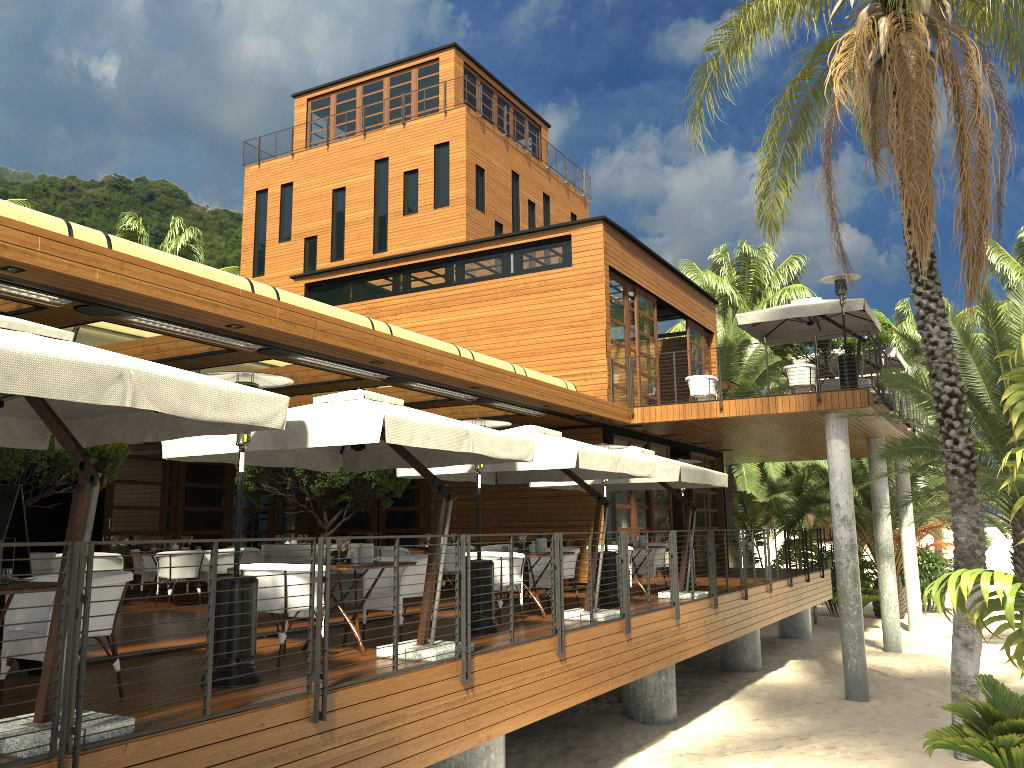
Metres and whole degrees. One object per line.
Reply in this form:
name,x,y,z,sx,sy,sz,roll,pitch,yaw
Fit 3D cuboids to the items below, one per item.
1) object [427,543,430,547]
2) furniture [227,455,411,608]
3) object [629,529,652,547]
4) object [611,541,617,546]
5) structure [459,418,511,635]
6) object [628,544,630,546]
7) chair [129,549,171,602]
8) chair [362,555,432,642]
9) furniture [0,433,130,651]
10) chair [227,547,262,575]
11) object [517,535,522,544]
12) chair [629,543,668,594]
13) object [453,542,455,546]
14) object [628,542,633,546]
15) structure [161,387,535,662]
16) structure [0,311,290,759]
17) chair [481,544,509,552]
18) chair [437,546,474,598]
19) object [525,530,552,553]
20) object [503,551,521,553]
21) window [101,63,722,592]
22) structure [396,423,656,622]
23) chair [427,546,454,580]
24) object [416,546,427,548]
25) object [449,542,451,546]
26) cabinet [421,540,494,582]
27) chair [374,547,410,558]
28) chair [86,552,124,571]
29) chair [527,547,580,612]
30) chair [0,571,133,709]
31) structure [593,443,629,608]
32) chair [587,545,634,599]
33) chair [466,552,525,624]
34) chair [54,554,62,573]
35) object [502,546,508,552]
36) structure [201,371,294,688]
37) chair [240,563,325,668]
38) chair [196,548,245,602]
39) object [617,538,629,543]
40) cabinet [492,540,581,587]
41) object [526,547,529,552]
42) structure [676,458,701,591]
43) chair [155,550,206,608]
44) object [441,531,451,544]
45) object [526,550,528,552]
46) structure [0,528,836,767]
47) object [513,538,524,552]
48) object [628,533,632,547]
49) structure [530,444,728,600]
object,-1.377,2.722,14.945,0.116,0.065,0.115,1,-10,-11
furniture,-2.850,1.910,13.352,2.615,2.732,2.687,-4,-10,19
object,1.978,2.375,13.680,0.263,0.265,0.262,2,-10,-16
object,1.570,2.462,13.640,0.086,0.086,0.086,-6,-11,29
structure,-0.343,1.446,9.219,0.699,2.200,0.697,-4,-11,16
object,1.763,2.468,13.551,0.080,0.042,0.080,0,-10,-2
chair,-5.700,3.007,13.986,0.626,0.791,0.615,8,-13,-39
chair,-1.070,2.061,8.554,0.627,0.791,0.615,-6,-11,29
furniture,-5.423,1.210,8.921,2.569,2.732,2.710,0,-10,-6
chair,-4.763,3.292,15.779,0.616,0.791,0.625,2,-10,-15
object,0.104,1.987,11.105,0.082,0.228,0.082,-6,-12,29
chair,2.214,2.984,14.388,0.627,0.791,0.615,-6,-11,29
object,-0.943,2.693,14.867,0.086,0.086,0.086,-9,-13,39
object,1.884,2.515,13.914,0.116,0.065,0.115,-2,-10,10
structure,-1.396,1.185,7.959,2.411,2.340,2.408,-6,-11,28
structure,-3.033,0.725,5.051,2.411,2.340,2.408,-6,-11,28
chair,-0.224,3.111,14.990,0.616,0.791,0.625,2,-10,-15
chair,-0.912,2.963,14.046,0.627,0.791,0.615,2,-10,-15
object,0.323,1.910,10.740,0.263,0.265,0.262,2,-10,-16
object,-0.014,1.995,10.497,0.294,0.025,0.170,-6,-11,28
window,-2.368,-4.627,20.885,14.488,18.023,38.294,-2,-10,6
structure,0.241,1.645,10.868,2.411,2.340,2.408,-6,-11,28
chair,-1.219,3.232,15.655,0.627,0.791,0.615,2,-10,-15
object,-1.515,2.727,14.843,0.170,0.025,0.294,1,-9,-10
object,-1.087,2.750,15.207,0.086,0.086,0.086,-6,-11,30
cabinet,-0.964,3.511,17.494,1.609,0.840,0.556,-6,-11,28
chair,-2.007,3.072,14.629,0.616,0.791,0.625,2,-10,-15
chair,-5.975,2.804,12.729,0.616,0.791,0.626,8,-13,-39
chair,0.557,2.519,11.446,0.627,0.791,0.615,-6,-11,29
chair,-2.761,1.586,5.549,0.627,0.791,0.615,-6,-11,29
structure,1.276,1.901,12.096,0.699,2.200,0.697,-4,-11,16
chair,1.439,2.775,13.062,0.627,0.791,0.615,-6,-11,29
chair,-0.217,2.309,10.120,0.627,0.791,0.615,-6,-11,29
chair,-5.899,2.602,11.506,0.627,0.791,0.615,-8,-12,34
object,-0.084,1.997,10.699,0.086,0.086,0.086,-7,-12,33
structure,-1.957,0.992,6.351,0.699,2.200,0.697,-4,-11,16
chair,-1.873,1.844,7.177,0.627,0.791,0.615,-6,-11,29
chair,-4.512,2.963,13.798,0.616,0.791,0.626,8,-13,-39
object,1.716,2.443,13.818,0.163,0.179,0.167,-6,-11,30
cabinet,0.455,3.368,16.724,1.609,0.840,0.556,-6,-11,28
object,0.229,2.050,10.974,0.116,0.065,0.115,-6,-11,27
structure,2.898,2.357,14.979,0.699,2.200,0.697,-4,-11,16
chair,-4.731,2.778,12.657,0.626,0.791,0.615,8,-13,-39
object,-1.175,2.621,14.957,0.263,0.265,0.262,2,-10,-15
object,0.263,2.095,11.128,0.294,0.025,0.170,-6,-11,28
structure,1.691,2.419,11.049,0.163,1.157,26.203,-6,-11,28
object,0.062,1.977,10.877,0.163,0.179,0.167,-6,-11,30
object,1.797,2.362,13.499,0.082,0.228,0.082,-6,-12,29
structure,1.878,2.105,13.776,2.411,2.340,2.408,-6,-11,28
